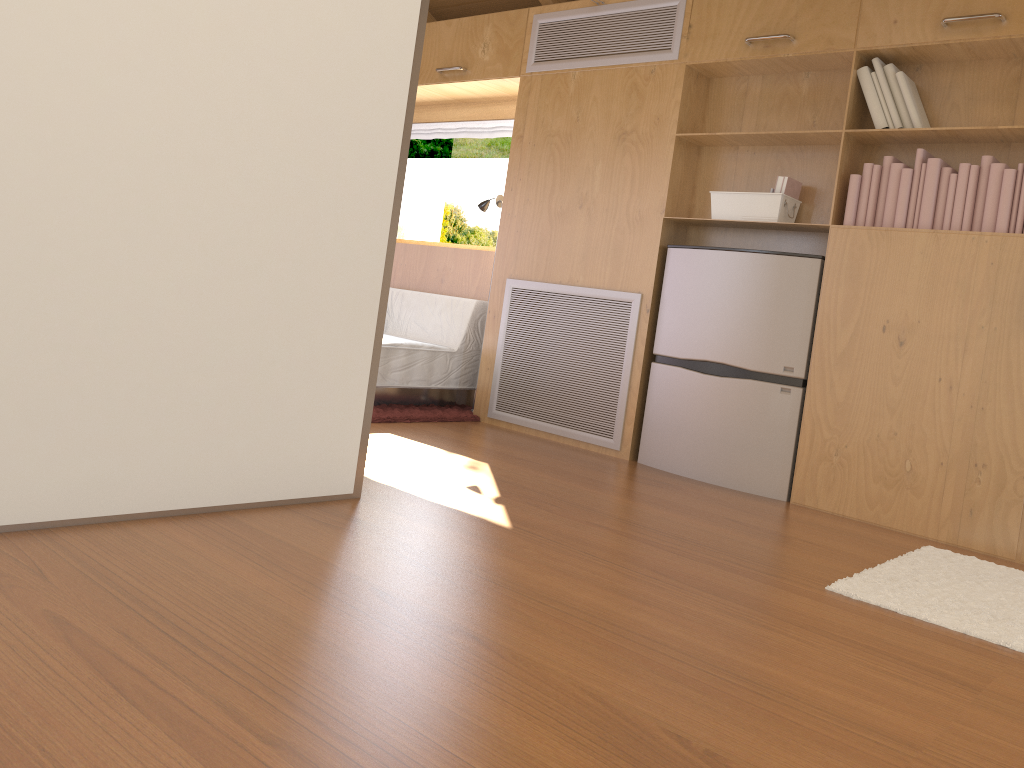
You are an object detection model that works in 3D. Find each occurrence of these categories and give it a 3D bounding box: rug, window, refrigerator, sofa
[{"bbox_3d":[-1.534,-0.026,4.896,2.496,0.020,1.879,12,7,40],"label":"rug"},{"bbox_3d":[-0.305,-1.214,5.437,1.506,0.789,0.035,12,3,40],"label":"window"},{"bbox_3d":[2.513,0.854,1.452,3.745,0.011,0.914,12,7,40],"label":"rug"},{"bbox_3d":[0.945,-0.077,3.796,0.718,0.986,0.260,10,2,40],"label":"refrigerator"},{"bbox_3d":[-1.278,-0.343,5.309,2.369,0.628,0.859,12,5,40],"label":"sofa"}]

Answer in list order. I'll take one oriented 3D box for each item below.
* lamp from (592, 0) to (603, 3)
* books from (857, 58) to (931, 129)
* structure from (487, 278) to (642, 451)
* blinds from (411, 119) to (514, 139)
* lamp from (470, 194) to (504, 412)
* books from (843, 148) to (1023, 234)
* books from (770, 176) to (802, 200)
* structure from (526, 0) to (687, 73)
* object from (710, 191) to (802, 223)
[{"bbox_3d":[-0.816,-1.834,2.842,0.073,0.152,3.816,9,5,40],"label":"lamp"},{"bbox_3d":[1.504,-1.119,3.470,0.281,0.296,0.175,10,3,40],"label":"books"},{"bbox_3d":[0.233,-0.120,4.281,0.824,0.720,0.013,11,2,40],"label":"structure"},{"bbox_3d":[-0.291,-1.551,5.395,1.507,0.111,0.047,12,4,40],"label":"blinds"},{"bbox_3d":[-0.156,-0.436,4.791,0.255,1.195,0.182,8,1,16],"label":"lamp"},{"bbox_3d":[2.564,-0.690,2.519,3.128,0.657,0.188,12,3,40],"label":"books"},{"bbox_3d":[1.141,-0.769,3.728,0.089,0.192,0.149,9,3,40],"label":"books"},{"bbox_3d":[0.433,-1.685,4.279,0.908,0.300,0.013,12,3,40],"label":"structure"},{"bbox_3d":[1.040,-0.747,3.807,0.352,0.122,0.202,12,6,40],"label":"object"}]
